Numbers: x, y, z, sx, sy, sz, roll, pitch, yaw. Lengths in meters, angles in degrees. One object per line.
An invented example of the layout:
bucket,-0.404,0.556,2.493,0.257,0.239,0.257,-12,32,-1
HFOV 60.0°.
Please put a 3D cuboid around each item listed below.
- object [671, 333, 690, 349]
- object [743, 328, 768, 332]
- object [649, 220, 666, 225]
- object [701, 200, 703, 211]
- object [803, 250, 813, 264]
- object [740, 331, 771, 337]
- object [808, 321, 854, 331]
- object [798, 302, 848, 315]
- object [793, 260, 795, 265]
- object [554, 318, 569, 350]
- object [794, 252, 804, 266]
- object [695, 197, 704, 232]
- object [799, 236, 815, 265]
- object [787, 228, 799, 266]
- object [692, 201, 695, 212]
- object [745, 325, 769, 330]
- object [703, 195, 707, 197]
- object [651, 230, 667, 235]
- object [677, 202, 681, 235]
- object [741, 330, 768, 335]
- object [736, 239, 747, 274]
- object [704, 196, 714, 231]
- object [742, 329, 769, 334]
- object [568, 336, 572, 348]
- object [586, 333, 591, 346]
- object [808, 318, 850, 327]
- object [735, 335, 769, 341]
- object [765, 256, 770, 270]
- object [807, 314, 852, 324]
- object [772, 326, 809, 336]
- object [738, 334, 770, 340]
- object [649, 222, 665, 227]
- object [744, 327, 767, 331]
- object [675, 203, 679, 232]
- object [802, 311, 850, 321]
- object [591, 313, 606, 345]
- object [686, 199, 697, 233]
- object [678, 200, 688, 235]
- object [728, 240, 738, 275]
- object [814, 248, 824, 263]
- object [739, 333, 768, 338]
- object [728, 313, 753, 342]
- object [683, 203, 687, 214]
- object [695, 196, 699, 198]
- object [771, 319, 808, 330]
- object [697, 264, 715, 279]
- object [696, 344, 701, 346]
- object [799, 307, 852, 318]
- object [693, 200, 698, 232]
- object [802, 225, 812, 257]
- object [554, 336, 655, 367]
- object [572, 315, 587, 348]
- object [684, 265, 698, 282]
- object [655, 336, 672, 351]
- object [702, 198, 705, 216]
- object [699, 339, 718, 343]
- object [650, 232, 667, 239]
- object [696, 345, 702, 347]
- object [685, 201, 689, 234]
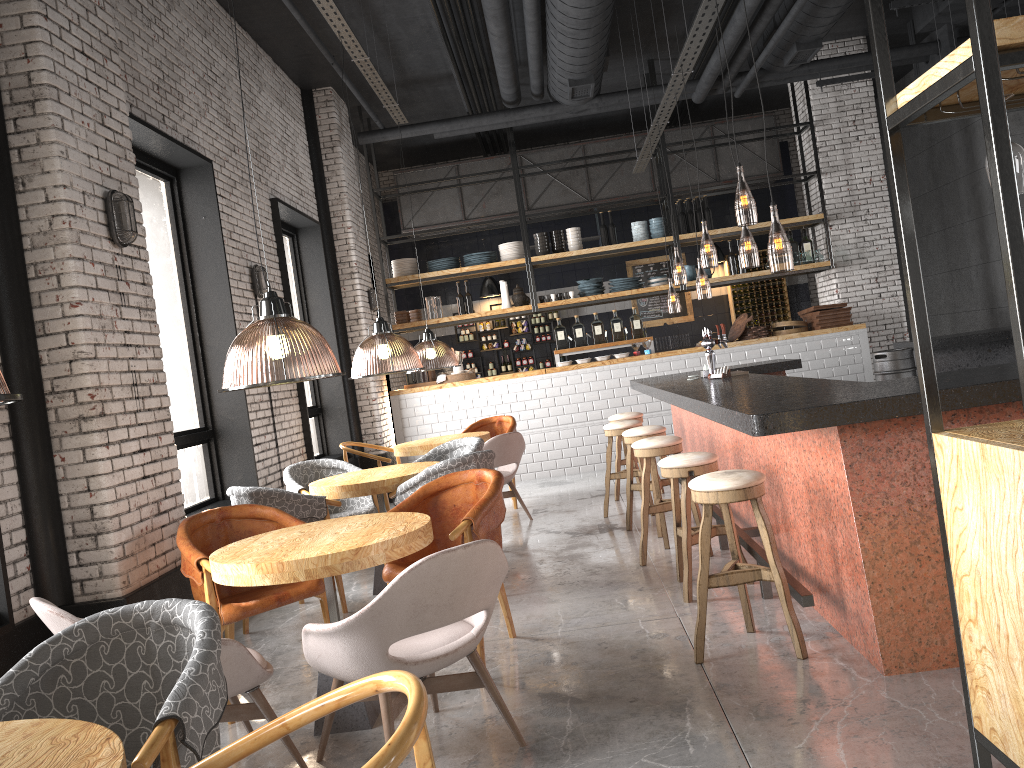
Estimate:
object,2.125,-0.540,11.164,0.181,0.168,0.170,-8,1,-17
object,3.025,-0.671,11.100,0.407,0.019,0.457,-9,2,-45
object,1.894,-2.068,11.498,0.218,0.096,0.218,-8,1,-13
object,2.524,-2.185,11.638,0.098,0.458,0.098,-8,0,-19
object,3.775,-1.612,11.309,0.118,0.181,0.118,-8,0,-13
object,3.016,-0.621,11.102,0.459,0.019,0.406,-9,1,-28
object,3.912,-0.712,11.004,0.405,0.044,0.636,-8,1,-1
object,3.826,-0.923,10.944,0.406,0.094,0.636,-8,1,1
object,3.535,-1.577,11.289,0.118,0.181,0.118,-8,0,36
object,0.620,-0.639,11.300,0.154,0.404,0.154,-8,0,3
object,3.655,-1.594,11.297,0.118,0.181,0.118,-8,0,-21
object,2.404,-2.162,11.374,0.098,0.458,0.098,-8,0,-19
object,3.816,-1.730,11.476,0.156,0.405,0.106,-8,0,7
object,3.619,-1.776,11.471,0.156,0.554,0.106,-8,0,7
object,2.417,-2.170,11.644,0.098,0.458,0.098,-8,0,-19
object,2.997,-0.700,11.101,0.459,0.019,0.406,-9,2,-40
object,2.478,-2.401,11.368,0.046,0.031,0.046,-8,1,-5
object,1.910,-1.940,11.498,0.218,0.093,0.218,-8,1,-14
object,2.193,-2.135,11.520,0.098,0.458,0.098,-8,0,25
object,2.988,-0.633,11.089,0.406,0.019,0.458,-8,1,17
object,2.959,-1.644,11.488,0.098,0.471,0.098,-8,0,10
object,2.510,-2.177,11.368,0.098,0.458,0.098,-8,0,-19
object,3.001,-0.652,11.100,0.459,0.019,0.406,-9,2,-44
object,0.733,-0.532,11.213,0.032,0.164,0.080,-8,0,-26
object,0.969,-0.566,11.218,0.078,0.164,0.039,-8,0,-42
object,3.906,-0.756,11.004,0.405,0.044,0.636,-8,1,6
object,3.035,-0.575,11.101,0.457,0.019,0.407,-7,2,38
object,3.294,-1.543,11.329,0.118,0.181,0.118,-8,0,-33
object,3.899,-0.800,11.004,0.405,0.044,0.636,-8,1,0
object,3.458,-0.675,11.038,0.436,0.097,0.437,-8,1,28
object,3.048,-0.593,11.093,0.407,0.019,0.458,-9,1,-25
object,1.889,-2.034,11.500,0.218,0.092,0.219,-7,1,44
object,3.017,-0.687,11.101,0.457,0.019,0.407,-7,1,36
object,2.199,-2.145,11.655,0.098,0.471,0.098,-8,0,25
object,3.893,-0.844,11.004,0.405,0.044,0.636,-8,1,4
object,1.089,-0.706,11.276,0.154,0.404,0.154,-8,0,3
object,2.293,-2.146,11.379,0.098,0.458,0.098,-8,0,25
object,2.187,-2.131,11.385,0.098,0.458,0.098,-8,0,25
object,2.852,-1.629,11.493,0.098,0.471,0.098,-8,0,-9
object,3.894,-1.628,11.251,0.118,0.181,0.118,-8,0,27
object,3.025,-0.607,11.102,0.457,0.019,0.407,-7,1,31
object,2.826,-0.702,11.002,0.242,0.338,0.488,-8,1,-11
object,2.307,-2.154,11.649,0.098,0.458,0.098,-8,0,25
object,2.372,-2.386,11.373,0.046,0.031,0.046,-8,1,-19
object,3.452,-0.742,11.041,0.440,0.154,0.436,-9,1,-40
object,2.505,-1.456,11.481,0.166,0.230,0.198,-8,1,-26
object,2.457,-0.509,11.100,0.276,0.019,0.514,-8,1,8
object,3.887,-0.888,11.004,0.405,0.044,0.636,-8,1,-3
object,2.411,-2.166,11.509,0.098,0.458,0.098,-8,0,-19
object,3.805,-1.805,11.471,0.140,0.550,0.097,-8,0,7
object,1.190,-0.238,11.274,1.250,0.551,0.315,-8,0,3
object,0.849,-0.672,11.280,0.154,0.404,0.154,-8,0,3
object,2.330,-1.432,11.503,0.198,0.230,0.166,-8,0,9
object,1.895,-0.505,11.084,0.181,0.168,0.170,-8,1,13
object,2.517,-2.181,11.503,0.098,0.458,0.098,-8,0,-19
object,2.455,-0.535,11.095,0.229,0.016,0.557,-8,1,9
object,1.910,-1.906,11.497,0.219,0.085,0.218,-9,1,-28
object,2.502,-0.498,11.051,0.406,0.019,0.459,-7,2,45
object,2.300,-2.150,11.514,0.098,0.458,0.098,-8,0,25
